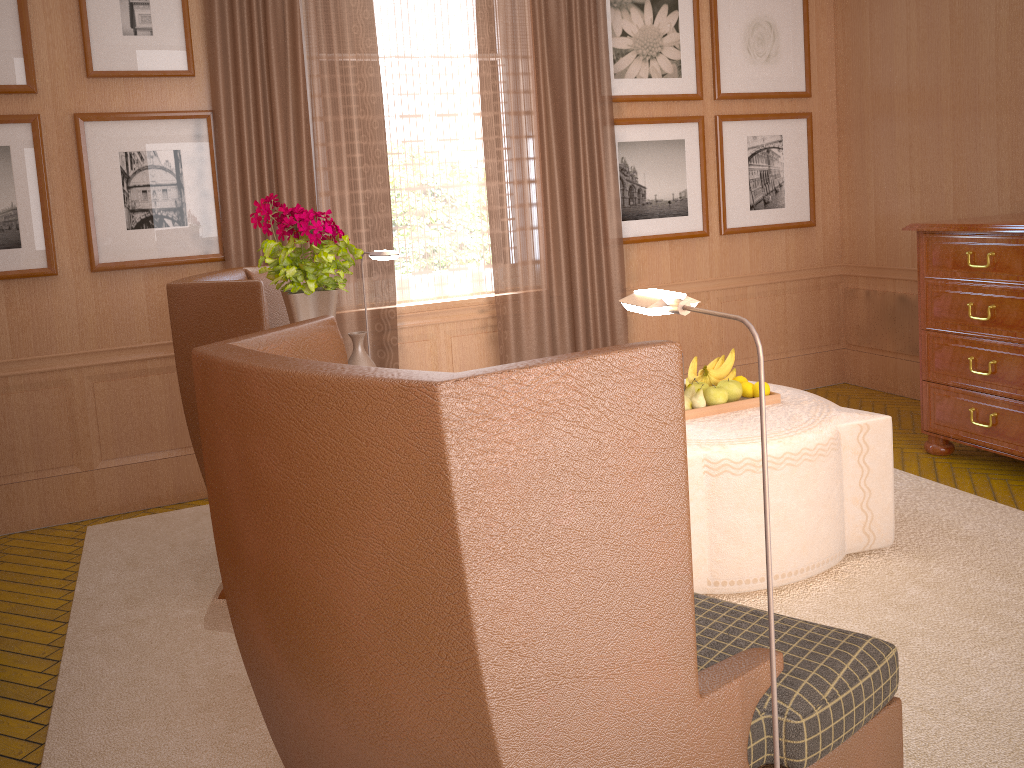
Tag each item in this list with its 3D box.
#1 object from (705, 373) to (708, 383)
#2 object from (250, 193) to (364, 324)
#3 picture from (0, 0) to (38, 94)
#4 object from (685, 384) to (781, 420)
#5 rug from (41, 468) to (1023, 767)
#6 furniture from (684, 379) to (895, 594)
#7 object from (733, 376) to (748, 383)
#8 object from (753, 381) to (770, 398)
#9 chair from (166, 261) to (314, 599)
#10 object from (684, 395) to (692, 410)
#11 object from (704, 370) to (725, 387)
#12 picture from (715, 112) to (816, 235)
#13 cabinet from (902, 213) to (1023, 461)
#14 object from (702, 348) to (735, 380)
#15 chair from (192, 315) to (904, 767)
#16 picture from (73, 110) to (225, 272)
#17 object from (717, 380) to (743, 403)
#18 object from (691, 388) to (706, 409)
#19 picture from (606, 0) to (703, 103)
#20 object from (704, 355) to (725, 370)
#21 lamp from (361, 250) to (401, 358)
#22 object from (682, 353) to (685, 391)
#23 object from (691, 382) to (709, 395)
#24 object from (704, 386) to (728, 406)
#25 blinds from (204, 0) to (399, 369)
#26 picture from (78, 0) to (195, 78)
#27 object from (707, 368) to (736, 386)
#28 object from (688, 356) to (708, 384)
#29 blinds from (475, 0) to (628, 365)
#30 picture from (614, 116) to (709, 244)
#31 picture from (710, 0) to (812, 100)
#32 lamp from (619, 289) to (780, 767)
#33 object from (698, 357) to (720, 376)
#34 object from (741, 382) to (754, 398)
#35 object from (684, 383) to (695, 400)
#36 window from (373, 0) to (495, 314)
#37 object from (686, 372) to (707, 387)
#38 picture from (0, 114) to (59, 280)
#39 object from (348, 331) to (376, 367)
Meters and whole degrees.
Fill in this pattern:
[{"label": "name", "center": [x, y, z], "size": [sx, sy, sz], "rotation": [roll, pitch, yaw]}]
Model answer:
[{"label": "object", "center": [1.315, -0.032, 6.090], "size": [0.062, 0.179, 0.401], "rotation": [-3, 11, 7]}, {"label": "object", "center": [-0.990, -0.417, 4.391], "size": [0.527, 1.077, 0.459], "rotation": [-7, 7, -23]}, {"label": "picture", "center": [-4.269, -2.762, 6.486], "size": [1.256, 1.235, 0.048], "rotation": [-7, 6, -22]}, {"label": "object", "center": [1.271, 0.096, 5.915], "size": [0.804, 0.059, 0.647], "rotation": [-9, 13, -22]}, {"label": "rug", "center": [0.937, 1.394, 4.391], "size": [6.025, 0.020, 8.054], "rotation": [-9, 13, -21]}, {"label": "furniture", "center": [1.228, 0.579, 5.927], "size": [1.961, 0.888, 1.972], "rotation": [-9, 12, -24]}, {"label": "object", "center": [1.570, 0.008, 6.059], "size": [0.114, 0.132, 0.109], "rotation": [0, 9, 24]}, {"label": "object", "center": [1.655, 0.044, 5.841], "size": [0.114, 0.132, 0.109], "rotation": [0, 9, 24]}, {"label": "chair", "center": [-1.242, 0.190, 5.989], "size": [1.719, 1.950, 1.941], "rotation": [-3, 9, 3]}, {"label": "object", "center": [1.046, 0.137, 5.585], "size": [0.194, 0.127, 0.135], "rotation": [-4, 9, -2]}, {"label": "object", "center": [1.406, -0.038, 6.062], "size": [0.062, 0.197, 0.391], "rotation": [0, 11, 33]}, {"label": "picture", "center": [2.737, -2.269, 9.447], "size": [1.256, 1.235, 0.048], "rotation": [-7, 6, -22]}, {"label": "cabinet", "center": [4.467, -0.231, 6.375], "size": [1.423, 1.917, 2.799], "rotation": [-7, 10, -21]}, {"label": "object", "center": [1.442, -0.127, 6.036], "size": [0.071, 0.167, 0.409], "rotation": [2, 12, 44]}, {"label": "chair", "center": [0.025, 0.754, 2.977], "size": [1.916, 1.950, 1.742], "rotation": [4, 12, 42]}, {"label": "picture", "center": [-2.903, -1.575, 7.135], "size": [1.055, 1.235, 0.048], "rotation": [-7, 6, -22]}, {"label": "object", "center": [1.434, 0.049, 5.806], "size": [0.169, 0.145, 0.175], "rotation": [0, 10, 24]}, {"label": "object", "center": [1.184, 0.097, 5.604], "size": [0.098, 0.146, 0.099], "rotation": [-2, 8, 14]}, {"label": "picture", "center": [1.349, -3.452, 8.789], "size": [1.256, 1.235, 0.048], "rotation": [-7, 6, -22]}, {"label": "object", "center": [1.384, -0.084, 6.071], "size": [0.065, 0.170, 0.382], "rotation": [0, 11, 34]}, {"label": "lamp", "center": [-0.941, -0.027, 6.784], "size": [0.629, 2.003, 0.571], "rotation": [0, 7, 30]}, {"label": "object", "center": [1.032, -0.071, 5.886], "size": [0.234, 0.388, 0.237], "rotation": [1, 9, 34]}, {"label": "object", "center": [1.239, 0.058, 5.844], "size": [0.156, 0.133, 0.161], "rotation": [-7, 10, -18]}, {"label": "object", "center": [1.319, 0.085, 5.693], "size": [0.156, 0.133, 0.161], "rotation": [-7, 10, -18]}, {"label": "blinds", "center": [-1.737, -1.507, 7.509], "size": [1.434, 4.745, 0.268], "rotation": [-6, 6, -21]}, {"label": "picture", "center": [-2.993, -2.927, 7.008], "size": [0.809, 0.947, 0.048], "rotation": [-7, 6, -22]}, {"label": "object", "center": [1.454, -0.049, 6.032], "size": [0.072, 0.170, 0.401], "rotation": [2, 12, 43]}, {"label": "object", "center": [1.264, -0.078, 6.077], "size": [0.104, 0.157, 0.382], "rotation": [-4, 11, 2]}, {"label": "blinds", "center": [0.404, -1.842, 8.384], "size": [1.454, 4.735, 0.268], "rotation": [-6, 6, -23]}, {"label": "picture", "center": [1.441, -2.070, 8.918], "size": [1.256, 1.235, 0.048], "rotation": [-7, 6, -22]}, {"label": "picture", "center": [2.644, -3.651, 9.317], "size": [1.256, 1.235, 0.048], "rotation": [-7, 6, -22]}, {"label": "lamp", "center": [0.570, 0.745, 2.721], "size": [0.630, 2.008, 0.570], "rotation": [1, 8, 38]}, {"label": "object", "center": [1.358, -0.108, 6.111], "size": [0.091, 0.126, 0.415], "rotation": [0, 12, 26]}, {"label": "object", "center": [1.582, 0.041, 5.904], "size": [0.111, 0.109, 0.135], "rotation": [-7, 10, -19]}, {"label": "object", "center": [1.146, 0.090, 5.716], "size": [0.130, 0.195, 0.132], "rotation": [-2, 8, 14]}, {"label": "window", "center": [-0.901, -2.423, 8.379], "size": [2.445, 3.340, 0.853], "rotation": [-7, 7, -22]}, {"label": "object", "center": [1.252, -0.026, 6.078], "size": [0.071, 0.183, 0.398], "rotation": [-5, 11, -7]}, {"label": "picture", "center": [-4.177, -1.379, 6.615], "size": [1.256, 1.235, 0.048], "rotation": [-7, 6, -22]}, {"label": "object", "center": [-0.775, -0.084, 4.492], "size": [0.185, 0.354, 0.188], "rotation": [-2, 7, 11]}]
